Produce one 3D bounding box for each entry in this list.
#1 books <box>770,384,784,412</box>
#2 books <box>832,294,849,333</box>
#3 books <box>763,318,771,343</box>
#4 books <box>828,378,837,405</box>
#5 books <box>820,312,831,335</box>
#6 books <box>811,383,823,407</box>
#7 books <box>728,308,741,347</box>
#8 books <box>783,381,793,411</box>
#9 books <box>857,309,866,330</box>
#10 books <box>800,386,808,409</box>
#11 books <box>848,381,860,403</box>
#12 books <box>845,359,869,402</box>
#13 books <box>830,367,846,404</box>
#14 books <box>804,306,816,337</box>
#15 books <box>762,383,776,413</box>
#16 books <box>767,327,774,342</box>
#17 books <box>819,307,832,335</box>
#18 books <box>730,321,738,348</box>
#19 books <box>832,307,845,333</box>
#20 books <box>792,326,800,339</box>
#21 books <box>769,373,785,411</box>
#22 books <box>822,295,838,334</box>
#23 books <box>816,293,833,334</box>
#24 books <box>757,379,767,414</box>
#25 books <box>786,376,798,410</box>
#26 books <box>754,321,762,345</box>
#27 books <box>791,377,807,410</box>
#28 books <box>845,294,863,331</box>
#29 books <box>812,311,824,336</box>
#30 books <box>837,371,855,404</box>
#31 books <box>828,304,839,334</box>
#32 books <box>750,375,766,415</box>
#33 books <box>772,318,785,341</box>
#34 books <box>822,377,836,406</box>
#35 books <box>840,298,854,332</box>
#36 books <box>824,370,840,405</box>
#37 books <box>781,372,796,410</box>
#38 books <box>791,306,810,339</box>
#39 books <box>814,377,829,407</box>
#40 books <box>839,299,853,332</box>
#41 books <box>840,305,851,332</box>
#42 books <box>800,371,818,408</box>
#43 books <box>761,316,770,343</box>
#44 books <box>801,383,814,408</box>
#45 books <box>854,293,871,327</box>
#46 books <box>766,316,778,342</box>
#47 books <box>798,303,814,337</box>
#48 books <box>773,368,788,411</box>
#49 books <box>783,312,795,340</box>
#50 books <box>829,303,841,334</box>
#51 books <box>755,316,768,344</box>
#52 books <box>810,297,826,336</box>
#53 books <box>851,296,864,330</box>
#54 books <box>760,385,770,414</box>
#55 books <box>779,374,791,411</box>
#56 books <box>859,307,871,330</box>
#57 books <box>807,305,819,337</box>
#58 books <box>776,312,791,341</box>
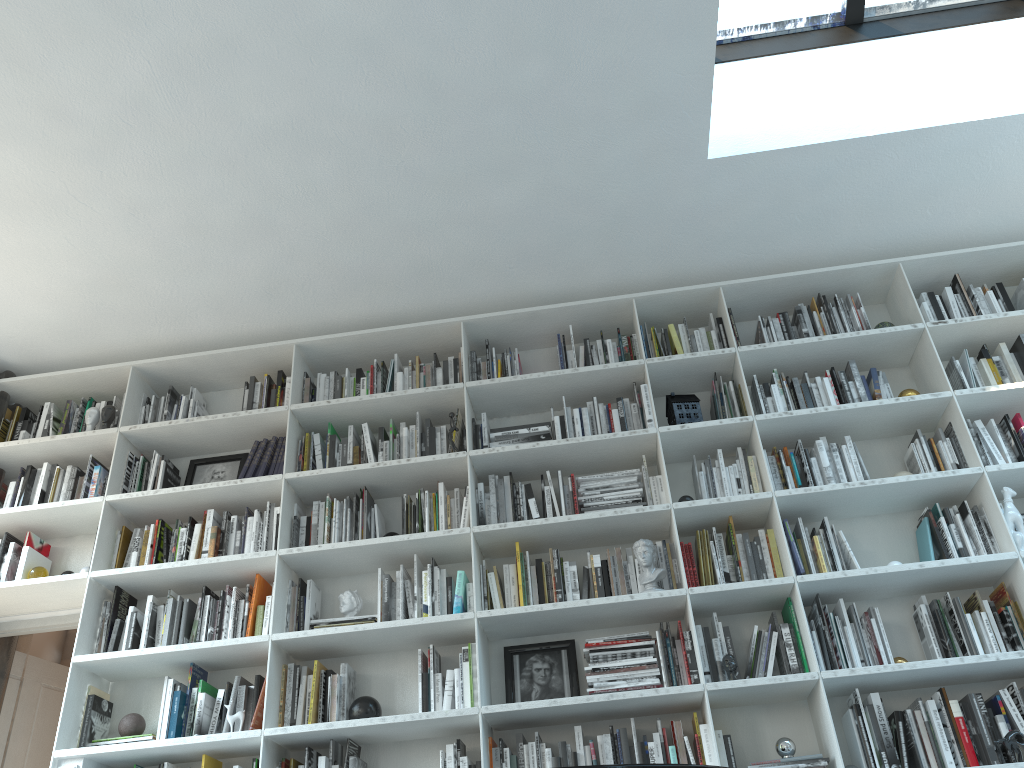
[{"bbox_3d":[1.207,0.137,4.046,0.026,0.206,0.182,-7,-33,4],"label":"books"},{"bbox_3d":[1.577,-0.255,4.253,0.008,0.305,0.183,-7,-33,4],"label":"books"},{"bbox_3d":[1.229,-0.178,4.279,0.012,0.253,0.134,-7,-33,4],"label":"books"},{"bbox_3d":[1.453,0.106,4.043,0.011,0.221,0.160,-7,-33,4],"label":"books"},{"bbox_3d":[1.487,-0.206,4.220,0.018,0.199,0.189,-7,-33,4],"label":"books"},{"bbox_3d":[1.394,0.123,4.056,0.025,0.215,0.145,-7,-33,4],"label":"books"},{"bbox_3d":[1.075,-0.195,4.280,0.019,0.302,0.177,-7,-33,4],"label":"books"},{"bbox_3d":[1.263,0.128,4.066,0.012,0.234,0.166,-7,-33,4],"label":"books"},{"bbox_3d":[1.660,-0.223,4.228,0.018,0.213,0.158,-7,-33,4],"label":"books"},{"bbox_3d":[1.335,0.132,4.061,0.014,0.213,0.133,-7,-33,4],"label":"books"},{"bbox_3d":[1.546,0.111,4.026,0.027,0.180,0.177,-7,-33,4],"label":"books"},{"bbox_3d":[1.568,0.058,4.041,0.029,0.283,0.184,-7,-33,4],"label":"books"},{"bbox_3d":[1.495,0.082,4.069,0.012,0.283,0.160,-7,-33,4],"label":"books"},{"bbox_3d":[1.435,-0.219,4.279,0.017,0.293,0.139,-7,-33,4],"label":"books"},{"bbox_3d":[1.183,0.135,4.073,0.026,0.242,0.149,-7,-33,4],"label":"books"},{"bbox_3d":[1.241,-0.155,4.251,0.009,0.182,0.161,-7,-33,4],"label":"books"},{"bbox_3d":[1.500,-0.220,4.246,0.008,0.249,0.171,-7,-33,4],"label":"books"},{"bbox_3d":[1.058,-0.156,4.268,0.033,0.228,0.176,-7,-33,4],"label":"books"},{"bbox_3d":[1.565,-0.226,4.246,0.024,0.251,0.150,-7,-33,4],"label":"books"},{"bbox_3d":[1.364,-0.163,4.261,0.031,0.189,0.133,-7,-33,4],"label":"books"},{"bbox_3d":[1.225,0.112,4.079,0.011,0.281,0.174,-7,-33,4],"label":"books"},{"bbox_3d":[1.515,-0.252,4.243,0.015,0.297,0.184,-7,-33,4],"label":"books"},{"bbox_3d":[1.505,-0.254,4.266,0.007,0.327,0.184,-7,-33,4],"label":"books"},{"bbox_3d":[1.153,0.130,4.095,0.011,0.278,0.134,-7,-33,4],"label":"books"},{"bbox_3d":[1.294,0.115,4.085,0.012,0.275,0.134,-7,-33,4],"label":"books"},{"bbox_3d":[1.179,-0.164,4.248,0.046,0.205,0.184,-7,-33,4],"label":"books"},{"bbox_3d":[1.311,0.114,4.055,0.027,0.240,0.161,-7,-33,4],"label":"books"},{"bbox_3d":[1.633,-0.258,4.247,0.013,0.295,0.189,-7,-33,4],"label":"books"},{"bbox_3d":[1.464,-0.209,4.239,0.018,0.229,0.161,-7,-33,4],"label":"books"},{"bbox_3d":[1.515,0.089,4.039,0.030,0.236,0.187,-7,-33,4],"label":"books"},{"bbox_3d":[1.538,-0.231,4.260,0.012,0.279,0.145,-7,-33,4],"label":"books"},{"bbox_3d":[1.139,0.119,4.080,0.012,0.283,0.160,-7,-33,4],"label":"books"},{"bbox_3d":[1.280,-0.177,4.260,0.028,0.225,0.164,-7,-33,4],"label":"books"},{"bbox_3d":[1.436,0.106,4.029,0.021,0.208,0.182,-7,-33,4],"label":"books"},{"bbox_3d":[1.619,-0.250,4.278,0.008,0.319,0.134,-7,-33,4],"label":"books"},{"bbox_3d":[1.463,0.088,4.055,0.012,0.263,0.157,-7,-33,4],"label":"books"},{"bbox_3d":[1.276,0.105,4.086,0.021,0.294,0.139,-7,-33,4],"label":"books"},{"bbox_3d":[1.386,-0.217,4.243,0.028,0.257,0.186,-7,-33,4],"label":"books"},{"bbox_3d":[1.415,0.105,4.050,0.023,0.235,0.150,-7,-33,4],"label":"books"},{"bbox_3d":[1.605,-0.249,4.259,0.019,0.297,0.138,-7,-33,4],"label":"books"},{"bbox_3d":[1.591,-0.233,4.244,0.014,0.257,0.150,-7,-33,4],"label":"books"},{"bbox_3d":[1.373,0.098,4.078,0.013,0.282,0.155,-7,-33,4],"label":"books"},{"bbox_3d":[1.217,-0.177,4.270,0.011,0.243,0.173,-7,-33,4],"label":"books"},{"bbox_3d":[1.356,0.128,4.065,0.028,0.222,0.143,-7,-33,4],"label":"books"},{"bbox_3d":[1.682,-0.268,4.245,0.006,0.304,0.164,-7,-33,4],"label":"books"},{"bbox_3d":[1.248,-0.182,4.252,0.013,0.228,0.175,-7,-33,4],"label":"books"},{"bbox_3d":[1.413,-0.222,4.270,0.024,0.290,0.168,-7,-33,4],"label":"books"},{"bbox_3d":[1.236,0.097,4.080,0.014,0.305,0.153,-7,-33,4],"label":"books"},{"bbox_3d":[1.334,-0.196,4.266,0.021,0.255,0.169,-7,-33,4],"label":"books"},{"bbox_3d":[1.548,-0.232,4.254,0.008,0.273,0.164,-7,-33,4],"label":"books"},{"bbox_3d":[1.206,-0.180,4.263,0.009,0.242,0.174,-7,-33,4],"label":"books"},{"bbox_3d":[1.474,-0.242,4.265,0.006,0.310,0.180,-7,-33,4],"label":"books"},{"bbox_3d":[1.643,-0.255,4.235,0.008,0.277,0.181,-7,-33,4],"label":"books"},{"bbox_3d":[1.165,0.142,4.078,0.012,0.238,0.139,-7,-33,4],"label":"books"},{"bbox_3d":[1.250,0.111,4.068,0.010,0.267,0.167,-7,-33,4],"label":"books"},{"bbox_3d":[1.675,-0.227,4.218,0.014,0.207,0.189,-7,-33,4],"label":"books"},{"bbox_3d":[1.452,-0.220,4.271,0.007,0.283,0.160,-7,-33,4],"label":"books"},{"bbox_3d":[1.308,-0.194,4.266,0.030,0.254,0.162,-7,-33,4],"label":"books"}]
